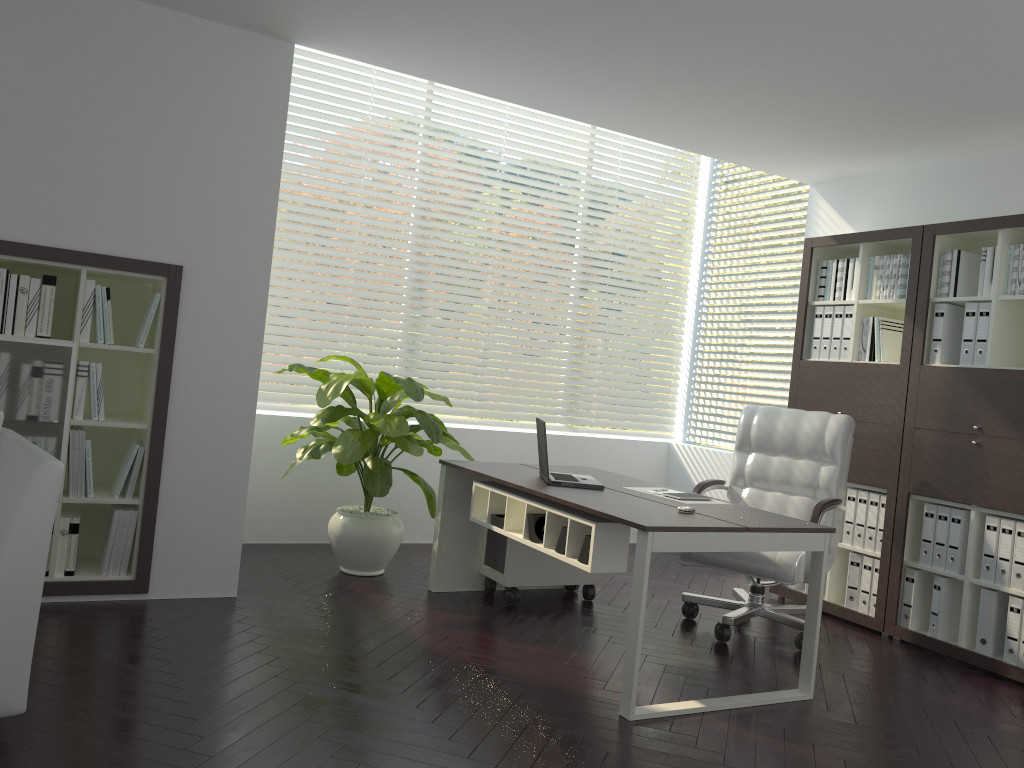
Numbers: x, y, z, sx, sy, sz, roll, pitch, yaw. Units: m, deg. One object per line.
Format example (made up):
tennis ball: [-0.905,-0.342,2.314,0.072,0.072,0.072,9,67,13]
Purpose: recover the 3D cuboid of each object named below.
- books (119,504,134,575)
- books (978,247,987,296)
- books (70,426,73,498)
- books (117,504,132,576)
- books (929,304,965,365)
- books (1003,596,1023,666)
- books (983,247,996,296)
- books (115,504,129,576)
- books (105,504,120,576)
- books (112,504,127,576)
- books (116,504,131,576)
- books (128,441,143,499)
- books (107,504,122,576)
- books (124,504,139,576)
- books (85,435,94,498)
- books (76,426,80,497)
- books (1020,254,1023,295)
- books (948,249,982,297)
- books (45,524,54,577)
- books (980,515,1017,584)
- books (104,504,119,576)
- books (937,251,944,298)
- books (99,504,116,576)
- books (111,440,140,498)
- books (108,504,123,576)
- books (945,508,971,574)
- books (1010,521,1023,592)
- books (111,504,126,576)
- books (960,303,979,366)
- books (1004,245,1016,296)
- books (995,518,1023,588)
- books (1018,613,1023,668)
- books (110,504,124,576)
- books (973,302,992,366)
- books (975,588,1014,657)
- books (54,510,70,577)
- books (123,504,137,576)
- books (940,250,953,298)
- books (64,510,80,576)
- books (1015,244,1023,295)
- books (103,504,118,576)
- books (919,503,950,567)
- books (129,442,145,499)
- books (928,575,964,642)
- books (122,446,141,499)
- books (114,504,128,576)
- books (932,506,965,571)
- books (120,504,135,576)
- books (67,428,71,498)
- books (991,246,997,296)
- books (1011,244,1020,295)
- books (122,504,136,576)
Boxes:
books: [-1.790,0.712,4.093,0.032,0.301,0.217,6,0,-29]
books: [2.476,-0.558,4.561,0.207,0.258,0.021,6,0,-29]
books: [-1.980,0.346,3.977,0.032,0.297,0.211,6,0,-29]
books: [-1.798,0.711,4.094,0.032,0.299,0.214,6,0,-29]
books: [2.346,-0.251,4.716,0.262,0.320,0.072,6,0,-29]
books: [2.464,1.175,4.225,0.262,0.320,0.072,6,0,-29]
books: [2.494,-0.556,4.533,0.207,0.258,0.040,6,0,-29]
books: [-1.805,0.712,4.085,0.032,0.297,0.212,6,0,-29]
books: [-1.841,0.707,4.070,0.032,0.299,0.214,6,0,-29]
books: [-1.815,0.711,4.081,0.032,0.297,0.211,6,0,-28]
books: [-1.802,0.710,4.092,0.032,0.299,0.214,6,0,-29]
books: [-1.753,0.395,4.104,0.043,0.242,0.219,6,0,-28]
books: [-1.833,0.708,4.069,0.032,0.301,0.217,6,0,-29]
books: [-1.772,0.716,4.105,0.032,0.297,0.211,6,0,-28]
books: [-1.919,0.370,4.013,0.060,0.259,0.207,6,0,-29]
books: [-1.954,0.346,3.989,0.032,0.301,0.217,6,0,-29]
books: [2.578,-0.546,4.366,0.207,0.258,0.021,6,0,-29]
books: [2.399,-0.567,4.694,0.207,0.258,0.040,6,0,-28]
books: [-2.077,0.705,3.953,0.040,0.258,0.207,6,0,-29]
books: [2.427,0.812,4.362,0.262,0.320,0.072,6,0,-29]
books: [-1.845,0.706,4.068,0.032,0.299,0.214,6,0,-29]
books: [2.364,-0.571,4.765,0.207,0.258,0.021,6,0,-29]
books: [-1.853,0.708,4.060,0.032,0.297,0.211,6,0,-28]
books: [-1.784,0.389,4.089,0.085,0.245,0.208,6,0,-28]
books: [-1.829,0.710,4.073,0.032,0.297,0.211,6,0,-28]
books: [2.339,0.802,4.524,0.262,0.320,0.072,6,0,-28]
books: [2.501,0.821,4.228,0.262,0.320,0.072,6,0,-29]
books: [-1.820,0.708,4.078,0.032,0.303,0.219,6,0,-28]
books: [2.429,-0.241,4.563,0.262,0.320,0.072,6,0,-29]
books: [2.547,-0.549,4.434,0.207,0.258,0.040,6,0,-28]
books: [2.464,0.817,4.295,0.262,0.320,0.072,6,0,-29]
books: [2.501,1.179,4.158,0.262,0.320,0.072,6,0,-27]
books: [-1.825,0.711,4.076,0.032,0.297,0.211,6,0,-28]
books: [2.466,-0.237,4.496,0.262,0.320,0.072,6,0,-28]
books: [2.389,1.166,4.365,0.261,0.320,0.072,6,0,-37]
books: [-2.021,0.710,3.979,0.040,0.258,0.207,6,0,-29]
books: [-1.776,0.713,4.102,0.032,0.303,0.219,6,0,-28]
books: [2.374,-0.570,4.732,0.207,0.258,0.040,6,0,-29]
books: [-1.988,0.713,4.002,0.040,0.258,0.207,6,0,-29]
books: [2.567,-0.547,4.385,0.207,0.258,0.021,6,0,-29]
books: [-1.848,0.708,4.061,0.032,0.297,0.212,6,0,-29]
books: [2.265,0.793,4.658,0.262,0.320,0.072,6,0,-29]
books: [-1.746,0.398,4.107,0.043,0.238,0.211,6,0,-28]
books: [2.285,1.154,4.545,0.262,0.320,0.072,6,0,-10]
books: [-1.760,0.397,4.100,0.043,0.238,0.211,6,0,-28]
books: [-1.810,0.712,4.084,0.032,0.297,0.211,6,0,-28]
books: [2.302,0.797,4.591,0.262,0.320,0.072,6,0,-29]
books: [-1.786,0.714,4.097,0.032,0.297,0.211,6,0,-28]
books: [-1.983,0.345,3.974,0.032,0.297,0.212,6,0,-29]
books: [2.513,-0.553,4.490,0.207,0.258,0.040,6,0,-29]
books: [2.557,-0.548,4.405,0.207,0.258,0.021,6,0,-29]
books: [-1.781,0.715,4.100,0.032,0.297,0.211,6,0,-28]
